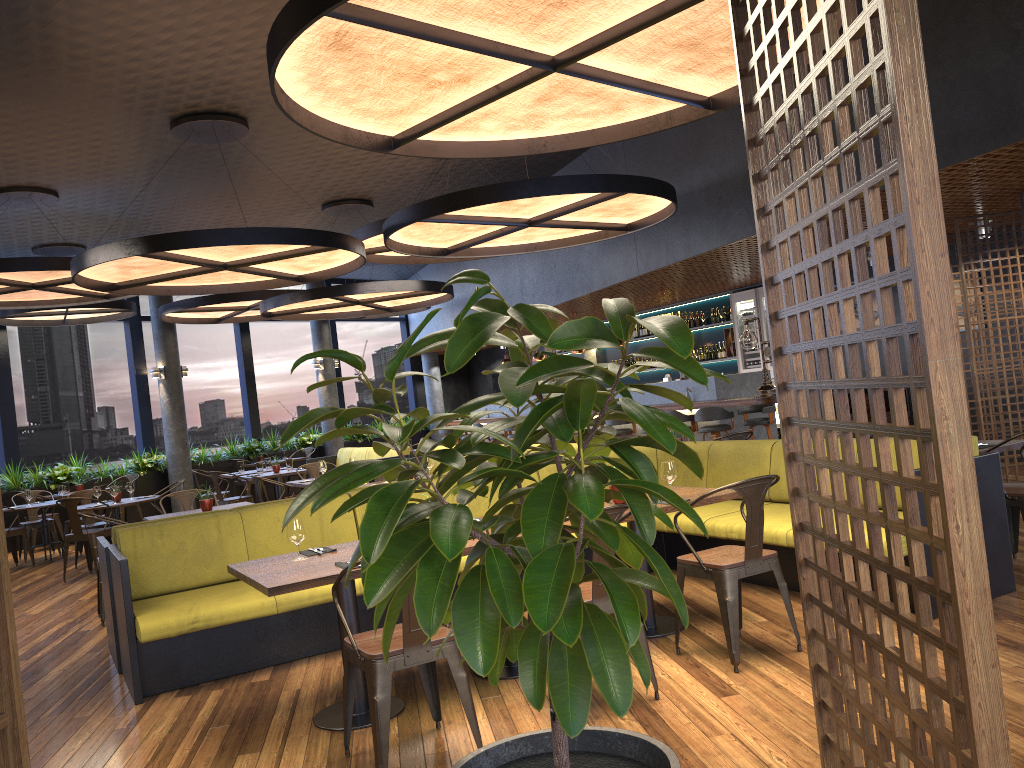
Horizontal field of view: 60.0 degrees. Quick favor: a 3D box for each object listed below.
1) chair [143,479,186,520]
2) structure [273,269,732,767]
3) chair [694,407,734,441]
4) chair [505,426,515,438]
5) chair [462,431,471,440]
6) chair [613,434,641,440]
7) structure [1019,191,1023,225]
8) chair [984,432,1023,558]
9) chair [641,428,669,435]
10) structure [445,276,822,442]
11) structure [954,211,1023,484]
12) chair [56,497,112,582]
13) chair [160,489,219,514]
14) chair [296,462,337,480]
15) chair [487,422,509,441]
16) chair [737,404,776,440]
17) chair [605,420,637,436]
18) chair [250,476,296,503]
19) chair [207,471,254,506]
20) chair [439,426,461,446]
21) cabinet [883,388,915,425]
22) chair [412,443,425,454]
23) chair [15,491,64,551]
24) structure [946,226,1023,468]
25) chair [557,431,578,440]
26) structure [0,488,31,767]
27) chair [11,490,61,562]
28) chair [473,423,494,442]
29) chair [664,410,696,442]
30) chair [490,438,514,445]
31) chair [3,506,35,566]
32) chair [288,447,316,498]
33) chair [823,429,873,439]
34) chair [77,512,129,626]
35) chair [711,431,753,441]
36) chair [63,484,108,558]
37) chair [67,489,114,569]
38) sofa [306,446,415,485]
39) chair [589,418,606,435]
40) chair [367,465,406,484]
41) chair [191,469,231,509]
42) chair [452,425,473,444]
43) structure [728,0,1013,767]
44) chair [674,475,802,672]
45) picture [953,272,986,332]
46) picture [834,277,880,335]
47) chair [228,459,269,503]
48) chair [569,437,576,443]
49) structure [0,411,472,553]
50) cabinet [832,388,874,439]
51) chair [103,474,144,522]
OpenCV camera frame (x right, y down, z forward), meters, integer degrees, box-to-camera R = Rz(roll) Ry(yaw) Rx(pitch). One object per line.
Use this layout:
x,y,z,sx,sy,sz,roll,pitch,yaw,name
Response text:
-4.141,1.631,10.610,0.541,0.917,0.504,-6,-1,-28,chair
0.102,0.586,2.146,0.993,1.763,1.166,-7,-1,32,structure
2.500,0.791,10.845,0.438,1.048,0.483,-6,-1,-37,chair
0.136,1.130,15.046,0.438,1.048,0.483,-7,-1,-9,chair
-0.729,1.258,16.856,0.483,1.048,0.438,-7,-1,33,chair
1.304,0.968,8.961,0.504,0.917,0.541,-6,-1,-28,chair
5.230,-0.406,7.664,1.319,2.700,0.050,-7,-1,1,structure
3.197,0.696,5.523,0.504,0.917,0.541,-6,-1,-28,chair
1.972,0.869,11.933,0.483,1.048,0.438,-7,-1,33,chair
1.886,0.090,14.729,2.700,2.700,9.298,-6,-1,-29,structure
5.257,-0.392,8.867,1.319,2.700,0.050,-7,-1,1,structure
-4.698,1.685,9.836,0.504,0.917,0.541,-7,-1,11,chair
-2.972,1.459,8.288,0.504,0.917,0.541,-6,-1,-28,chair
-2.302,1.418,10.783,0.504,0.917,0.541,-6,-1,-28,chair
-0.174,1.176,15.703,0.438,1.048,0.483,-7,-1,0,chair
3.117,0.723,11.142,0.483,1.048,0.438,-7,-1,33,chair
1.598,0.922,12.611,0.438,1.048,0.483,-6,-1,-14,chair
-2.569,1.435,9.839,0.541,0.917,0.504,-6,-1,-28,chair
-3.841,1.619,12.163,0.504,0.917,0.541,-7,-1,39,chair
-1.159,1.319,17.556,0.483,1.048,0.438,-7,-1,33,chair
5.051,0.522,11.387,0.473,1.007,0.553,-6,-1,-29,cabinet
-1.374,1.353,13.729,0.504,0.917,0.541,-6,-1,-28,chair
-7.027,2.007,13.186,0.541,0.917,0.504,-6,-1,-44,chair
5.285,-0.377,10.071,1.319,2.700,0.050,-7,-1,1,structure
0.858,1.027,13.846,0.438,1.048,0.483,-7,-1,0,chair
-0.815,0.203,0.936,0.050,2.700,0.852,-7,-1,1,structure
-6.564,1.939,12.233,0.504,0.917,0.541,-6,-1,-38,chair
-0.433,1.216,16.339,0.483,1.048,0.438,-7,-1,33,chair
2.211,0.832,11.356,0.438,1.048,0.483,-7,-1,0,chair
0.031,1.152,11.333,0.504,0.917,0.541,-6,-1,-28,chair
-6.499,1.917,11.280,0.504,0.917,0.541,-7,-1,34,chair
-4.068,1.720,17.267,0.504,0.917,0.541,-7,-1,26,chair
2.613,0.780,6.598,0.504,0.917,0.541,-6,-1,-28,chair
-3.271,1.481,7.385,0.541,0.917,0.504,-6,-1,-28,chair
1.897,0.883,7.868,0.504,0.917,0.541,-6,-1,-28,chair
-5.612,1.820,11.746,0.541,0.917,0.504,-7,-1,1,chair
-5.011,1.734,10.690,0.541,0.917,0.504,-7,-1,43,chair
-2.444,1.483,13.839,0.966,0.914,3.061,-6,-1,-29,sofa
1.243,0.973,13.220,0.483,1.048,0.438,-7,-1,22,chair
-1.236,1.267,9.020,0.504,0.917,0.541,-6,-1,-28,chair
-4.563,1.723,13.540,0.541,0.917,0.504,-7,-1,-10,chair
-0.963,1.310,18.524,0.483,1.048,0.438,-7,-1,0,chair
0.667,0.041,1.754,0.050,2.700,0.852,-7,-1,1,structure
1.127,0.924,4.538,0.504,0.917,0.541,-6,-1,-28,chair
5.347,-0.969,11.016,0.028,0.697,1.039,-6,-1,-29,picture
4.714,-1.003,12.155,0.028,0.809,1.039,-6,-1,-29,picture
-4.835,1.794,16.183,0.504,0.917,0.541,-7,-1,36,chair
0.624,1.067,10.241,0.504,0.917,0.541,-6,-1,-28,chair
-5.450,1.623,16.479,0.808,1.413,17.112,-7,-1,36,structure
4.719,0.570,11.996,0.473,1.007,0.553,-6,-1,-29,cabinet
-6.253,1.932,14.268,0.504,0.917,0.541,-7,-1,25,chair
